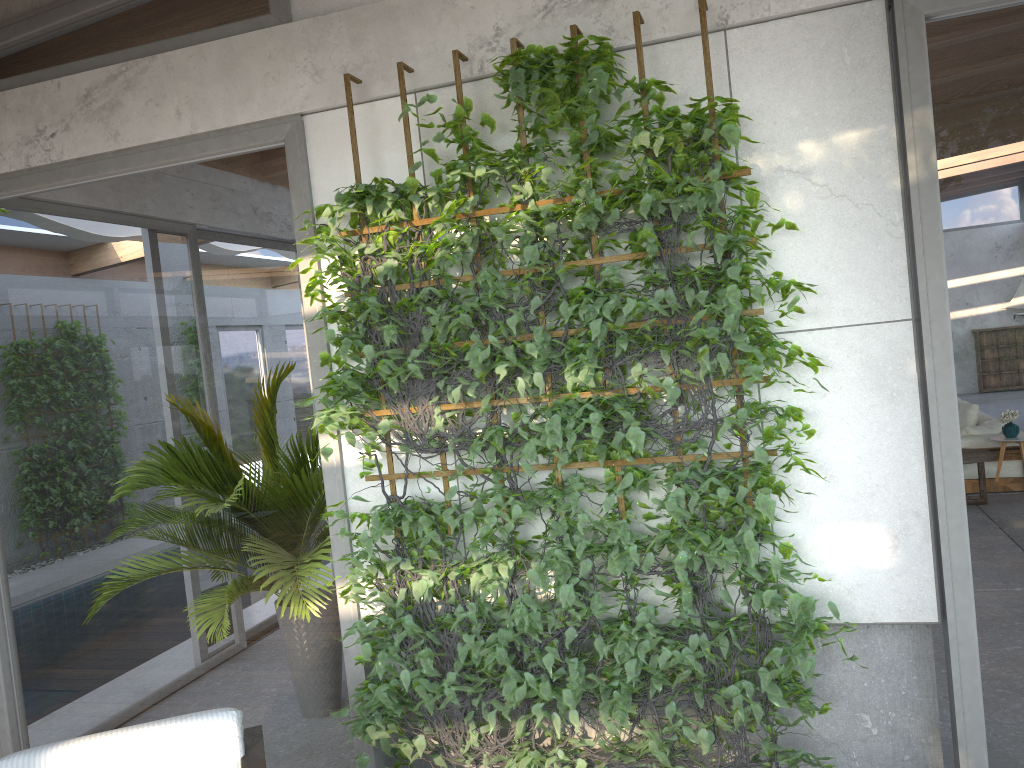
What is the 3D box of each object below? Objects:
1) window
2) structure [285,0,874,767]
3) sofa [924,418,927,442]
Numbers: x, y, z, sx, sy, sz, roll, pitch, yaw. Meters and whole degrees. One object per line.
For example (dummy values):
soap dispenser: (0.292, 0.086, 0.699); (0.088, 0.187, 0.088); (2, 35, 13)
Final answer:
window: (2.442, -0.815, 10.458); (14.294, 3.764, 23.280); (-5, 3, 17)
structure: (0.148, 0.207, 2.921); (1.851, 2.669, 0.500); (-5, 3, 18)
sofa: (4.211, 0.597, 9.819); (1.965, 0.777, 3.733); (-5, 3, 17)
